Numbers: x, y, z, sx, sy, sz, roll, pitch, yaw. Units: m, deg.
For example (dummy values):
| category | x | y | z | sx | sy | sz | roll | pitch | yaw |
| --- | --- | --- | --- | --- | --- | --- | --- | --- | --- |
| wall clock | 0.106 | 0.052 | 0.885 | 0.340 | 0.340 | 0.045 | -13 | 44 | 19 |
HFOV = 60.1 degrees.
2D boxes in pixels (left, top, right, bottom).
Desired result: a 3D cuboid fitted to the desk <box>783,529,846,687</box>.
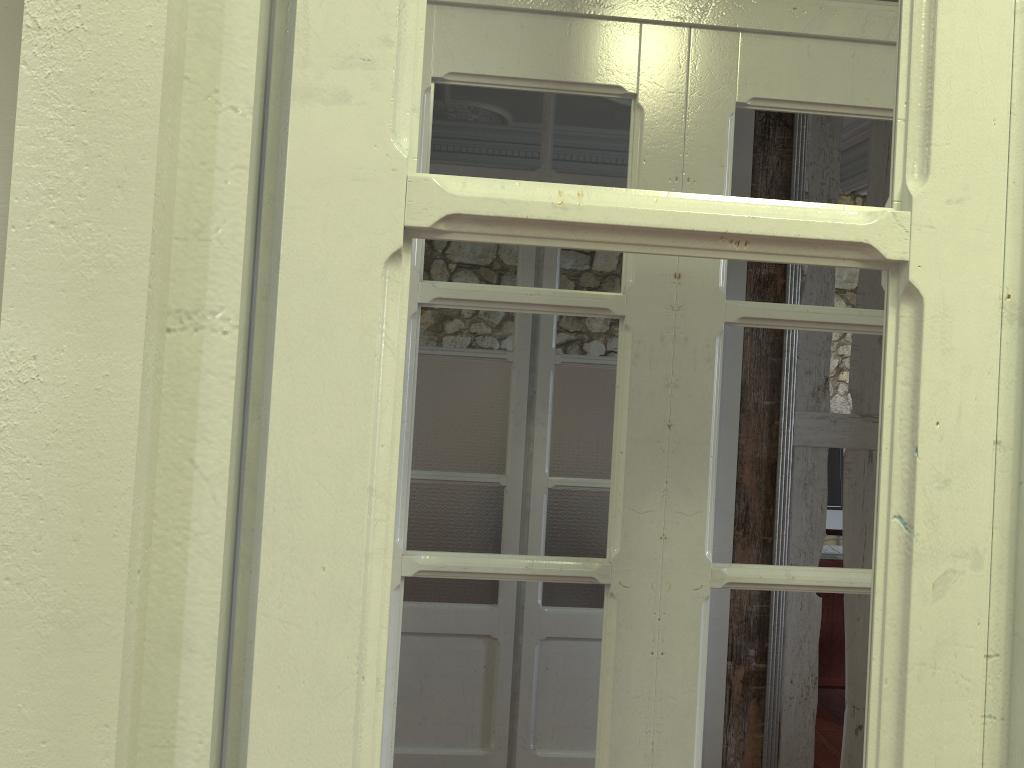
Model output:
| category | x | y | z | sx | sy | sz | roll | pitch | yaw |
| --- | --- | --- | --- | --- | --- | --- | --- | --- | --- |
| desk | 1.566 | 1.113 | 4.490 | 2.506 | 0.728 | 1.300 | 3 | 1 | -5 |

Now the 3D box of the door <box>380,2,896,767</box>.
| category | x | y | z | sx | sy | sz | roll | pitch | yaw |
| --- | --- | --- | --- | --- | --- | --- | --- | --- | --- |
| door | 0.234 | 0.446 | 1.457 | 1.076 | 2.089 | 0.041 | 3 | -2 | -5 |

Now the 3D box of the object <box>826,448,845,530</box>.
| category | x | y | z | sx | sy | sz | roll | pitch | yaw |
| --- | --- | --- | --- | --- | --- | --- | --- | --- | --- |
| object | 1.337 | 0.500 | 4.214 | 0.483 | 0.486 | 0.189 | 3 | -1 | -5 |

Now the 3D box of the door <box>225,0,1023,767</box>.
| category | x | y | z | sx | sy | sz | roll | pitch | yaw |
| --- | --- | --- | --- | --- | --- | --- | --- | --- | --- |
| door | 0.316 | 0.475 | 0.607 | 1.076 | 2.089 | 0.041 | 3 | -2 | -5 |

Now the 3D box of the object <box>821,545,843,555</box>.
| category | x | y | z | sx | sy | sz | roll | pitch | yaw |
| --- | --- | --- | --- | --- | --- | --- | --- | --- | --- |
| object | 1.315 | 0.741 | 3.984 | 0.439 | 0.017 | 0.118 | 3 | 2 | -5 |
